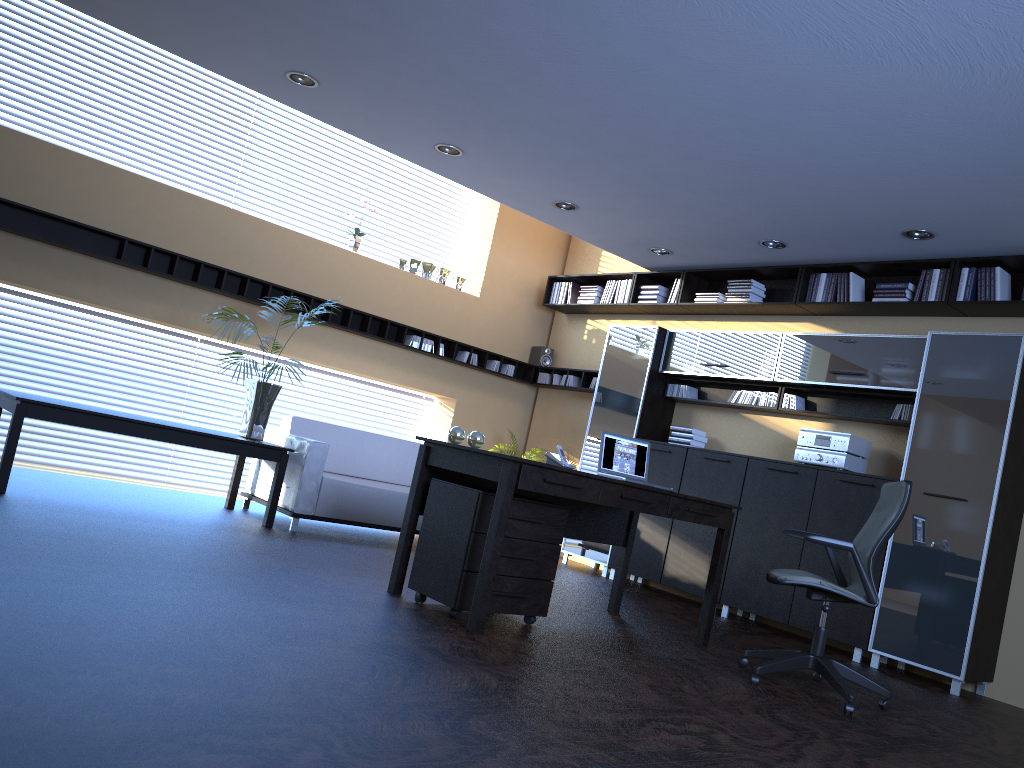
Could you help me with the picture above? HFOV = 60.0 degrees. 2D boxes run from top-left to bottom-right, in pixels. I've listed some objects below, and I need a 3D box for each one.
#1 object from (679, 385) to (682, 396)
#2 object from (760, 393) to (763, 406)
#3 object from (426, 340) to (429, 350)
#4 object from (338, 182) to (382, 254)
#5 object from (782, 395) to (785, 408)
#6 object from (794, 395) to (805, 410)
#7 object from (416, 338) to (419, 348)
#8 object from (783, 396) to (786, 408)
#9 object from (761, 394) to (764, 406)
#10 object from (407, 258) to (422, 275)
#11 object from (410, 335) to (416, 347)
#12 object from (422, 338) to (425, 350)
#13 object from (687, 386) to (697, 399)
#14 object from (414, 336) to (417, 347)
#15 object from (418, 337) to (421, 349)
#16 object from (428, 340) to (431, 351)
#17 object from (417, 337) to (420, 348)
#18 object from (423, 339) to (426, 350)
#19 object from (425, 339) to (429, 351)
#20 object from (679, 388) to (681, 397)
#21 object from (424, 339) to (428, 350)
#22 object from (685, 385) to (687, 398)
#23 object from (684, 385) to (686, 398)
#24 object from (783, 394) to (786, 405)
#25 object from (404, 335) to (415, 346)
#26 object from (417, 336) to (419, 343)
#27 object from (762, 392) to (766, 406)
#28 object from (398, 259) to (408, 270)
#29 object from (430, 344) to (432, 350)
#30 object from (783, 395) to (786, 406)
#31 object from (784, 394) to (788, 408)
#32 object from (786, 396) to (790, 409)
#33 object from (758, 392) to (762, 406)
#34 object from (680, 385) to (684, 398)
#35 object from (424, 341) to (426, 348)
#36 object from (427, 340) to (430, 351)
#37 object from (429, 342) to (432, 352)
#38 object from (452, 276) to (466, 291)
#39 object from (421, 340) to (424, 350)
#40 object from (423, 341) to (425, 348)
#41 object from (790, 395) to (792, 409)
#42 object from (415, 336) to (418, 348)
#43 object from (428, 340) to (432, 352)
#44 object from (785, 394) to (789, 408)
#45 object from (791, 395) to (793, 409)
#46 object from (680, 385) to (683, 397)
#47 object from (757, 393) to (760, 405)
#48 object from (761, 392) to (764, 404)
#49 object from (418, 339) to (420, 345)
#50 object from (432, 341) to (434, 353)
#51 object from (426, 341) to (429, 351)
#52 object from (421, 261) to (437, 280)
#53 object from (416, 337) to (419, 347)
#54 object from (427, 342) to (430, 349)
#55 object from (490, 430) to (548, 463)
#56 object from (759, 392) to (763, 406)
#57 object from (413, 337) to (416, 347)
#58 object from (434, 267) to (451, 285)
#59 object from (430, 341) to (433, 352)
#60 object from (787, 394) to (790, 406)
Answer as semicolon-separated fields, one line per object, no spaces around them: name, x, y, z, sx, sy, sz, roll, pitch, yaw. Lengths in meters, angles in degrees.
object;1.629;0.082;8.347;0.140;0.118;0.006;16;-5;-39
object;2.189;0.143;7.650;0.142;0.120;0.009;16;-5;-38
object;-0.909;-0.401;9.145;0.009;0.120;0.142;15;-5;-38
object;-1.478;-1.620;8.807;0.351;0.694;0.439;10;-4;31
object;2.327;0.157;7.465;0.140;0.118;0.006;16;-5;-38
object;2.399;0.167;7.388;0.142;0.118;0.040;16;-5;-38
object;-1.002;-0.428;9.077;0.009;0.120;0.142;15;-5;-39
object;2.335;0.158;7.459;0.140;0.118;0.006;16;-5;-39
object;2.200;0.144;7.632;0.140;0.118;0.006;16;-5;-38
object;-1.027;-1.211;9.205;0.133;0.159;0.126;14;-4;-18
object;-1.036;-0.438;9.039;0.009;0.120;0.142;15;-5;-38
object;-0.949;-0.413;9.113;0.009;0.120;0.142;15;-5;-39
object;1.683;0.090;8.281;0.142;0.118;0.040;16;-5;-39
object;-1.021;-0.434;9.052;0.009;0.120;0.142;15;-5;-38
object;-0.984;-0.423;9.086;0.006;0.118;0.140;15;-5;-39
object;-0.893;-0.397;9.157;0.009;0.120;0.142;15;-5;-39
object;-0.992;-0.425;9.080;0.009;0.120;0.142;15;-5;-38
object;-0.936;-0.409;9.129;0.009;0.120;0.142;15;-5;-39
object;-0.914;-0.403;9.135;0.009;0.120;0.142;15;-5;-38
object;1.630;0.083;8.349;0.142;0.120;0.009;16;-5;-39
object;-0.923;-0.406;9.130;0.009;0.120;0.142;15;-5;-38
object;1.672;0.087;8.291;0.142;0.120;0.030;16;-5;-38
object;1.661;0.086;8.309;0.142;0.120;0.030;16;-5;-39
object;2.330;0.158;7.469;0.142;0.120;0.009;16;-5;-38
object;-1.055;-0.442;9.025;0.040;0.118;0.142;15;-5;-39
object;-1.008;-0.429;9.068;0.009;0.120;0.142;15;-5;-38
object;2.203;0.143;7.622;0.142;0.120;0.009;16;-5;-39
object;-1.131;-1.217;9.122;0.090;0.113;0.094;13;-4;-3
object;-0.874;-0.390;9.181;0.009;0.120;0.142;15;-5;-38
object;2.336;0.158;7.461;0.142;0.120;0.009;16;-5;-38
object;2.339;0.158;7.451;0.142;0.120;0.009;16;-5;-38
object;2.356;0.161;7.438;0.142;0.120;0.009;16;-5;-39
object;2.180;0.141;7.655;0.142;0.120;0.009;16;-5;-38
object;1.644;0.084;8.335;0.142;0.120;0.009;16;-5;-38
object;-0.934;-0.408;9.127;0.006;0.118;0.140;15;-5;-38
object;-0.900;-0.399;9.149;0.006;0.118;0.140;15;-5;-39
object;-0.880;-0.392;9.172;0.009;0.120;0.142;15;-5;-38
object;-0.585;-1.077;9.570;0.124;0.149;0.117;16;-5;-38
object;-0.958;-0.415;9.108;0.009;0.120;0.142;15;-5;-38
object;-0.944;-0.411;9.123;0.006;0.118;0.140;15;-5;-38
object;2.374;0.163;7.413;0.142;0.120;0.030;16;-5;-38
object;-1.013;-0.432;9.058;0.009;0.120;0.142;15;-5;-38
object;-0.885;-0.394;9.162;0.009;0.120;0.142;15;-5;-38
object;2.349;0.160;7.446;0.142;0.120;0.009;16;-5;-38
object;2.381;0.164;7.405;0.142;0.120;0.030;16;-5;-38
object;1.635;0.083;8.340;0.142;0.120;0.009;16;-5;-38
object;2.175;0.141;7.664;0.142;0.120;0.009;16;-5;-38
object;2.197;0.144;7.643;0.140;0.118;0.006;16;-5;-38
object;-0.992;-0.425;9.079;0.006;0.118;0.140;15;-5;-38
object;-0.854;-0.383;9.193;0.040;0.118;0.142;15;-5;-38
object;-0.907;-0.401;9.143;0.006;0.118;0.140;15;-5;-38
object;-0.892;-1.178;9.320;0.137;0.173;0.145;11;-4;12
object;-1.006;-0.429;9.065;0.006;0.118;0.140;15;-5;-38
object;-0.901;-0.399;9.150;0.009;0.120;0.142;15;-5;-38
object;0.046;1.091;9.383;0.841;1.238;0.690;13;-4;-5
object;2.187;0.142;7.647;0.140;0.118;0.006;16;-5;-38
object;-1.028;-0.436;9.045;0.009;0.120;0.142;15;-5;-38
object;-0.755;-1.139;9.429;0.137;0.173;0.145;9;-5;42
object;-0.872;-0.390;9.179;0.006;0.118;0.140;15;-5;-38
object;2.355;0.160;7.437;0.140;0.118;0.006;16;-5;-38
